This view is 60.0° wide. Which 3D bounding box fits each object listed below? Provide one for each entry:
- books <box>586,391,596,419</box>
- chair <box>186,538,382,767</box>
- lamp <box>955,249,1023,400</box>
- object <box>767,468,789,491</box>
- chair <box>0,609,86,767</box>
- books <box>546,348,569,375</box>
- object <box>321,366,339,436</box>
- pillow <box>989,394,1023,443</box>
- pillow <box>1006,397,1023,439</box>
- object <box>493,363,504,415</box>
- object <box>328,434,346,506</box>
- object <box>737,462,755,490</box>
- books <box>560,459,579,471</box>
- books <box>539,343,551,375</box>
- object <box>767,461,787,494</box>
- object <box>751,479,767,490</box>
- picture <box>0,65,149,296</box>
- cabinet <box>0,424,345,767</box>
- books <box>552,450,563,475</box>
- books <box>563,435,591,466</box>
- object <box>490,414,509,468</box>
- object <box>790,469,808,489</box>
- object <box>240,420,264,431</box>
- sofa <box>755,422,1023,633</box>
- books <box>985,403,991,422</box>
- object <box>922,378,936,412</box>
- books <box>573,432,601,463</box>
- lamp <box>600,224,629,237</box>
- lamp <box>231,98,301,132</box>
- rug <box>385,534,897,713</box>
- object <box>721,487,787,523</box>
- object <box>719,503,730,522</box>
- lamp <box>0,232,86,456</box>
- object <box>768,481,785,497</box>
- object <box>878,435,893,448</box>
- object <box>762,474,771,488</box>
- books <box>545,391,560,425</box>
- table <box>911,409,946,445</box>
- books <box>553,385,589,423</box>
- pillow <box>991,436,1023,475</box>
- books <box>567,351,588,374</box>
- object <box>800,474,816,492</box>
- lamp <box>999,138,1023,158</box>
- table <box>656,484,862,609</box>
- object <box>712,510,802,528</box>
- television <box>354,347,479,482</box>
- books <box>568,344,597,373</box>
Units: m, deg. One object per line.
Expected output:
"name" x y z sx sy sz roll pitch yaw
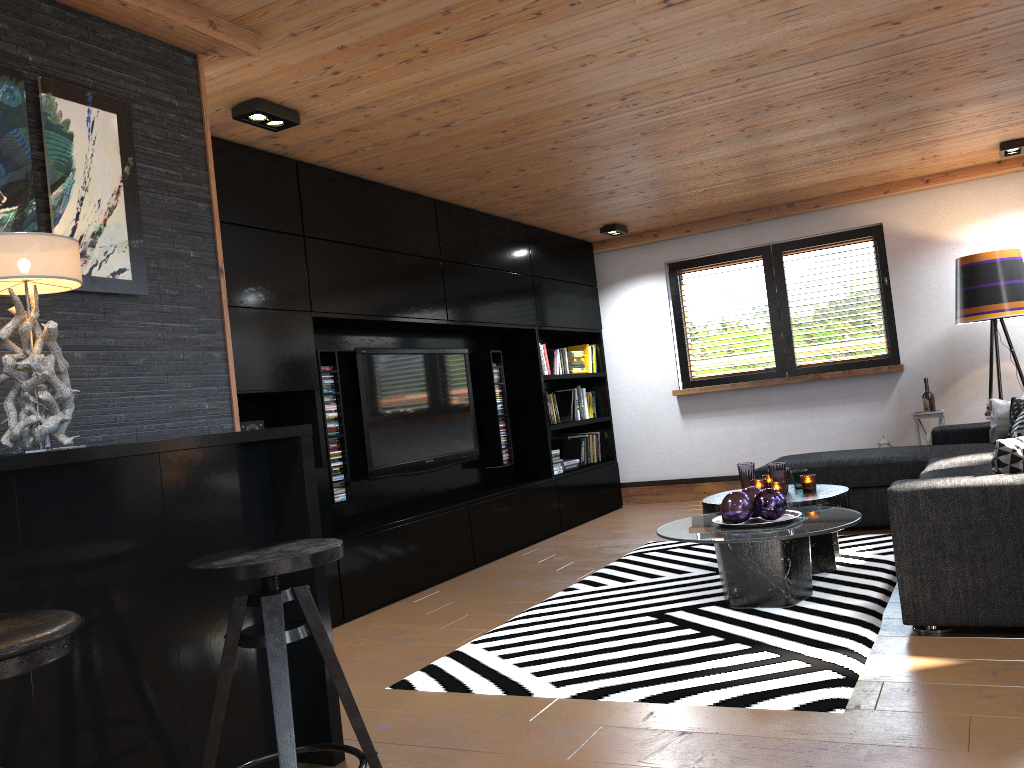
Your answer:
"books" 0.619 0.196 7.869 0.187 0.238 0.292 -7 -2 27
"chair" -0.552 0.764 2.125 0.389 0.721 0.397 -8 -2 28
"lamp" 3.998 -0.134 6.174 1.625 1.699 0.524 -7 -2 6
"object" 1.421 0.511 4.705 0.113 0.122 0.113 -7 -2 4
"chair" -0.952 0.795 1.530 0.436 0.717 0.446 -8 -2 32
"books" 0.322 -0.177 7.439 0.180 0.232 0.287 -8 -2 31
"object" -1.057 0.098 4.869 0.124 0.379 0.126 -8 -2 28
"pillow" 3.071 0.211 5.382 0.216 0.347 0.569 -7 -2 8
"pillow" 2.896 0.222 4.900 0.308 0.364 0.674 -7 -2 23
"object" -0.165 0.042 6.530 0.124 0.379 0.126 -8 -2 28
"object" -1.015 0.474 4.855 0.124 0.379 0.126 -8 -2 28
"object" 1.262 0.507 4.749 0.094 0.167 0.094 -6 -2 -1
"books" 0.408 0.681 7.368 0.207 0.073 0.269 -7 -2 31
"books" 0.147 -0.189 6.992 0.205 0.270 0.243 -7 -2 28
"object" 1.381 0.489 4.593 0.094 0.167 0.094 -6 -2 -1
"object" 1.298 0.543 4.650 0.078 0.081 0.080 -8 -3 43
"picture" -1.359 -0.549 2.288 0.010 0.594 0.935 -8 -2 28
"cabinet" -1.125 0.670 2.037 0.425 1.010 1.642 -8 -2 28
"books" 0.238 0.634 7.049 0.256 0.188 0.306 -8 -2 35
"books" 0.560 0.581 7.694 0.205 0.256 0.247 -7 -2 27
"object" -0.123 0.419 6.515 0.124 0.379 0.126 -8 -2 28
"object" 1.542 0.511 4.749 0.093 0.099 0.092 -6 -2 -25
"object" -1.315 0.321 4.205 0.262 0.266 0.158 -7 -2 28
"sofa" 2.105 0.467 4.609 2.066 0.819 3.121 -7 -2 28
"books" 3.477 0.205 6.216 0.220 0.159 0.255 -6 -2 -5
"object" 3.131 0.095 6.671 0.088 0.286 0.087 -6 -2 -9
"books" 0.659 0.571 7.880 0.210 0.261 0.254 -7 -2 28
"lamp" 0.848 -1.281 7.360 0.153 0.068 0.264 -7 -2 28
"lamp" -1.057 -1.163 3.816 0.153 0.068 0.264 -7 -2 28
"rug" 0.932 0.995 4.222 1.644 0.020 2.930 -7 -2 28
"object" 1.086 0.541 3.994 0.283 0.143 0.265 -7 -2 11
"object" 0.994 0.586 4.060 0.078 0.081 0.080 -8 -3 43
"lamp" -1.166 -0.088 2.152 0.245 0.516 0.250 -8 -2 31
"object" 1.337 0.534 4.469 0.078 0.081 0.080 -8 -3 43
"object" 2.904 0.619 6.863 0.250 0.462 0.253 -8 -2 28
"object" 1.407 0.536 4.825 0.078 0.081 0.080 -8 -3 43
"books" 0.252 0.200 7.192 0.208 0.270 0.239 -7 -2 28
"table" 3.170 0.509 6.664 0.224 0.609 0.227 -8 -2 28
"books" 0.472 0.173 7.576 0.219 0.296 0.348 -8 -2 28
"pillow" 2.019 0.282 3.297 0.538 0.346 0.298 -6 -2 -12
"books" 0.490 -0.175 7.679 0.258 0.197 0.299 -8 -2 30
"object" 1.541 0.514 4.604 0.078 0.081 0.080 -8 -3 43
"lamp" 3.401 -1.608 6.026 0.153 0.068 0.264 -7 -2 28
"table" 1.266 0.763 4.246 0.886 0.372 1.539 -7 -2 29
"object" 1.097 0.606 3.975 0.399 0.022 0.389 -5 -2 -43
"television" -0.590 0.172 5.749 0.050 0.813 1.265 -8 -2 28
"books" 0.632 -0.215 7.901 0.210 0.261 0.212 -7 -2 28
